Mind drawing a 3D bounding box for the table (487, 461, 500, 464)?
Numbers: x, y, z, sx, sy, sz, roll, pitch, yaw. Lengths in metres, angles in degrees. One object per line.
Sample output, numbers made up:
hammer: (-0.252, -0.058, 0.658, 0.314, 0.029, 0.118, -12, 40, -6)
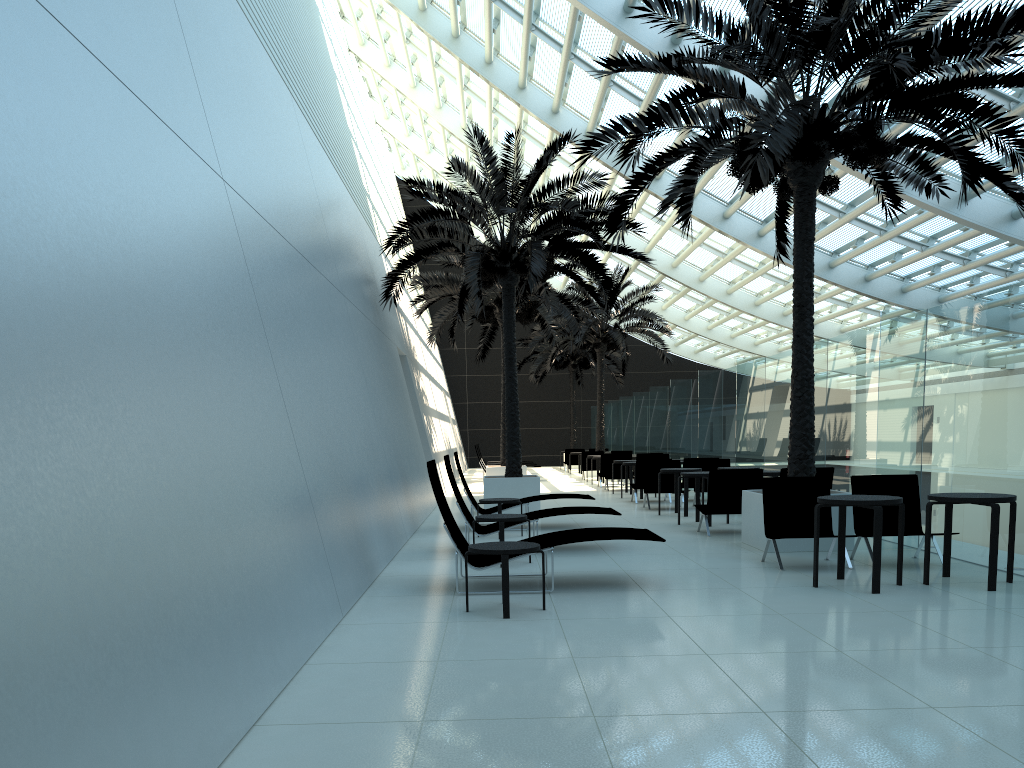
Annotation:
table: (-0.591, 3.048, 31.335, 0.553, 0.522, 0.550, 0, 2, 42)

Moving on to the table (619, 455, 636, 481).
table: (3.560, 2.498, 25.891, 0.679, 0.788, 0.674, 1, 3, 37)

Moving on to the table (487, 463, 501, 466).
table: (-0.533, 2.882, 28.683, 0.553, 0.522, 0.550, 0, 2, 42)

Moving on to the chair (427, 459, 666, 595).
chair: (0.295, 1.247, 7.910, 2.036, 1.169, 0.913, -1, 3, -1)

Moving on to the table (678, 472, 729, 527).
table: (2.862, 1.710, 13.009, 0.678, 0.788, 0.675, 1, 3, 41)

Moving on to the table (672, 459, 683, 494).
table: (3.682, 2.147, 20.285, 0.679, 0.788, 0.674, 1, 3, 37)

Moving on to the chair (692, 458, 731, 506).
chair: (3.745, 1.818, 15.927, 0.716, 0.896, 0.880, -1, 2, -1)

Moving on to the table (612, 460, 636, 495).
table: (2.713, 2.165, 20.266, 0.679, 0.788, 0.674, 1, 3, 37)

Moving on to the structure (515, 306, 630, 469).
structure: (2.741, 0.101, 37.116, 4.443, 7.088, 4.773, -3, 4, -23)

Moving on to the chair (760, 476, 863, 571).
chair: (2.970, 1.384, 8.701, 0.716, 0.896, 0.880, -1, 2, -1)

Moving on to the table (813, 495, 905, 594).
table: (2.990, 1.367, 7.532, 0.675, 0.788, 0.677, -4, 3, -44)

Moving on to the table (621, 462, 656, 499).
table: (2.735, 2.073, 18.801, 0.678, 0.788, 0.675, 1, 3, 41)

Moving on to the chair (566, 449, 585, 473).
chair: (2.444, 2.895, 32.833, 0.716, 0.896, 0.880, -1, 2, -1)

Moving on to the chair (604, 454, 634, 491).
chair: (2.690, 2.190, 21.562, 0.716, 0.896, 0.880, -1, 2, -1)

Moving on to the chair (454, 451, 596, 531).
chair: (0.183, 1.569, 13.052, 2.036, 1.169, 0.913, -1, 3, -1)

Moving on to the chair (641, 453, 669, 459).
chair: (3.622, 2.172, 21.580, 0.716, 0.896, 0.880, -1, 2, -1)

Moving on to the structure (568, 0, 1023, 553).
structure: (3.315, -1.608, 9.836, 4.822, 7.090, 4.396, 0, 4, 17)

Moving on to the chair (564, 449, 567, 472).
chair: (2.421, 3.001, 34.530, 0.716, 0.896, 0.880, -1, 2, -1)

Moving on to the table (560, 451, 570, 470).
table: (2.367, 3.133, 35.712, 0.675, 0.788, 0.677, -4, 3, -44)

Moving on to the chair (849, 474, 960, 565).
chair: (3.902, 1.366, 8.719, 0.716, 0.896, 0.880, -1, 2, -1)

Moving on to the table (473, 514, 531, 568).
table: (-0.111, 1.671, 9.350, 0.553, 0.522, 0.550, 0, 2, 42)

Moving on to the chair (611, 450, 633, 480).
chair: (3.500, 2.522, 27.161, 0.716, 0.896, 0.880, -1, 2, -1)

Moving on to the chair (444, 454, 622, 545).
chair: (0.239, 1.408, 10.481, 2.036, 1.169, 0.913, -1, 3, -1)

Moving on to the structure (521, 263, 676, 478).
structure: (2.892, -0.409, 28.973, 4.819, 7.090, 4.398, -2, 4, -8)

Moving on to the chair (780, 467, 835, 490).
chair: (3.849, 1.562, 11.844, 0.716, 0.896, 0.880, -1, 2, -1)

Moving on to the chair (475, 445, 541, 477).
chair: (-0.126, 2.458, 27.243, 2.036, 1.169, 0.913, -1, 3, -1)

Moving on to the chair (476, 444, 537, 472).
chair: (-0.182, 2.619, 29.814, 2.036, 1.169, 0.913, -1, 3, -1)

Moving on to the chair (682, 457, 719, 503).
chair: (3.722, 1.925, 17.636, 0.716, 0.896, 0.880, -1, 2, -1)

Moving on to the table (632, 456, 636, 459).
table: (3.582, 2.408, 24.460, 0.678, 0.788, 0.675, 1, 3, 41)

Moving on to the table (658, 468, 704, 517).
table: (2.836, 1.812, 14.625, 0.679, 0.788, 0.674, 1, 3, 37)

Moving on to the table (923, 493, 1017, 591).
table: (3.960, 1.349, 7.551, 0.675, 0.788, 0.677, -4, 3, -44)

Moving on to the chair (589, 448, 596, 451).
chair: (3.354, 2.984, 34.548, 0.716, 0.896, 0.880, -1, 2, -1)

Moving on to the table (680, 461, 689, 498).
table: (3.705, 2.055, 18.819, 0.678, 0.788, 0.675, 1, 3, 41)

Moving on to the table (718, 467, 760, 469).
table: (3.805, 1.793, 14.644, 0.679, 0.788, 0.674, 1, 3, 37)

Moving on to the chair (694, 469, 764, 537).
chair: (2.917, 1.579, 11.826, 0.716, 0.896, 0.880, -1, 2, -1)

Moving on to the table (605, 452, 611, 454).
table: (3.436, 2.853, 31.556, 0.679, 0.788, 0.674, 1, 3, 37)

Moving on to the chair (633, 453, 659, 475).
chair: (3.599, 2.278, 23.277, 0.716, 0.896, 0.880, -1, 2, -1)

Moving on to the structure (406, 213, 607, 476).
structure: (-0.302, -0.747, 21.495, 4.281, 6.962, 4.590, 1, 5, 32)

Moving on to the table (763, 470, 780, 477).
table: (3.831, 1.692, 13.027, 0.678, 0.788, 0.675, 1, 3, 41)

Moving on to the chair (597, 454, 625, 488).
chair: (2.667, 2.296, 23.259, 0.716, 0.896, 0.880, -1, 2, -1)

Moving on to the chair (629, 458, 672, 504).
chair: (2.790, 1.942, 17.618, 0.716, 0.896, 0.880, -1, 2, -1)

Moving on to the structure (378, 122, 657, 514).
structure: (0.034, -1.096, 15.503, 4.628, 6.901, 4.245, -3, 4, -23)

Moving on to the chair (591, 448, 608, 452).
chair: (3.376, 2.878, 32.851, 0.716, 0.896, 0.880, -1, 2, -1)

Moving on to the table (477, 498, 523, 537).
table: (-0.167, 1.832, 11.922, 0.553, 0.522, 0.550, 0, 2, 42)

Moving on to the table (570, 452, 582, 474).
table: (2.467, 2.871, 31.537, 0.679, 0.788, 0.674, 1, 3, 37)

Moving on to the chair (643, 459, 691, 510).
chair: (2.813, 1.835, 15.909, 0.716, 0.896, 0.880, -1, 2, -1)

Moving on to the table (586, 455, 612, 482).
table: (2.590, 2.516, 25.872, 0.679, 0.788, 0.674, 1, 3, 37)

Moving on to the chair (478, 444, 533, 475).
chair: (-0.240, 2.785, 32.465, 2.036, 1.169, 0.913, -1, 3, -1)

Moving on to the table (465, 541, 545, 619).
table: (-0.055, 1.510, 6.779, 0.553, 0.522, 0.550, 0, 2, 42)

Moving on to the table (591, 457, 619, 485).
table: (2.612, 2.427, 24.441, 0.678, 0.788, 0.675, 1, 3, 41)

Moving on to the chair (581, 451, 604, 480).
chair: (2.568, 2.539, 27.143, 0.716, 0.896, 0.880, -1, 2, -1)
